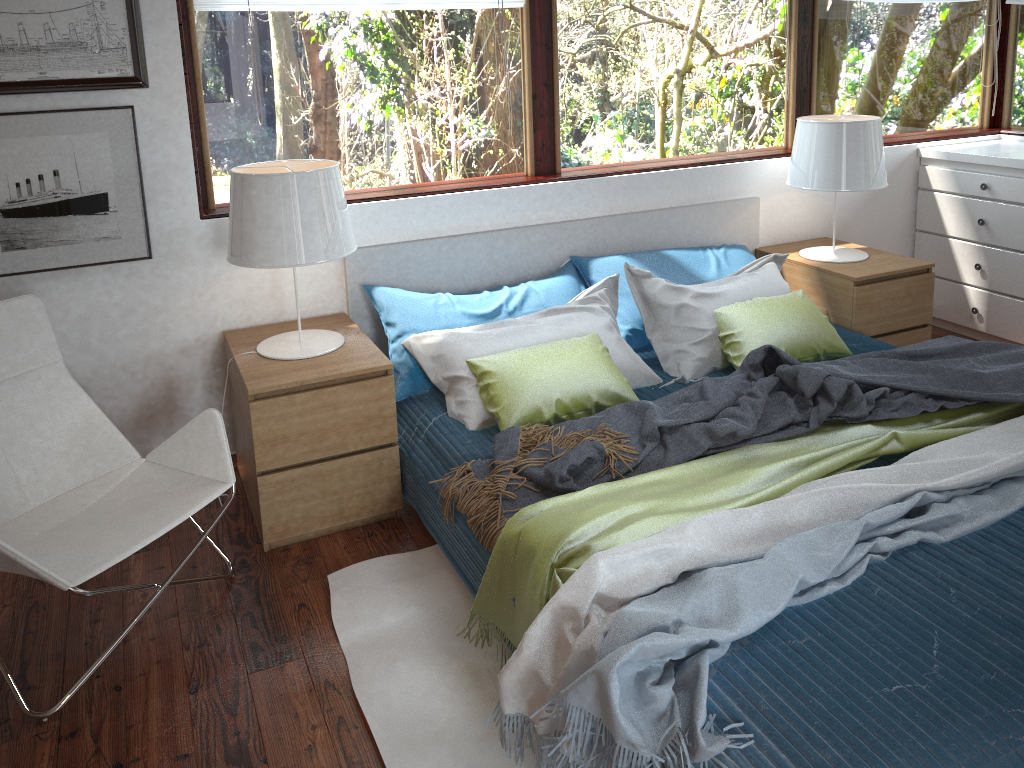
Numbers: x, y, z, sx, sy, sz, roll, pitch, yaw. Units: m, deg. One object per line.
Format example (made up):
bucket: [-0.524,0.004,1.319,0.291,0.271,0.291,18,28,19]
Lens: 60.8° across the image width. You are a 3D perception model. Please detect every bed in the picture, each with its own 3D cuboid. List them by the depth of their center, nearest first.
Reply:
bed: [0.820,0.100,2.520,2.159,0.738,2.676,-10,22,-21]

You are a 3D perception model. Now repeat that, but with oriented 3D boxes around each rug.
rug: [1.045,0.586,2.161,2.740,0.047,1.869,-11,23,-23]

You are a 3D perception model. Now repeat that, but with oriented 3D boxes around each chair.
chair: [-1.198,0.232,2.264,0.804,0.766,0.725,6,18,25]

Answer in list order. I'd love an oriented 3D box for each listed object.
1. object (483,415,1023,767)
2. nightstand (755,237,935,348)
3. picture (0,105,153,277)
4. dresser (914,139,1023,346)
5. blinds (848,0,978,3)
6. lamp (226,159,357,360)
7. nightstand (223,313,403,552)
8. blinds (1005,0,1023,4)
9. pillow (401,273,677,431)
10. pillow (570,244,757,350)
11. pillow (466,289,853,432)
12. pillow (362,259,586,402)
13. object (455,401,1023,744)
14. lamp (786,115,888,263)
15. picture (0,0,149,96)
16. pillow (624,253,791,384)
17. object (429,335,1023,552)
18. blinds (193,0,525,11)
object: [0.986,0.414,2.017,2.185,0.361,0.554,-14,21,-28]
nightstand: [1.415,-0.296,3.792,0.432,0.519,0.631,-9,19,-22]
picture: [-1.423,-0.602,2.726,0.509,0.486,0.044,-10,14,-24]
dresser: [2.903,-0.286,3.105,0.622,0.841,3.236,-8,21,-22]
blinds: [1.962,-2.095,4.200,1.190,0.488,0.055,-11,15,-23]
lamp: [-0.697,-0.404,2.783,0.410,0.565,0.419,-10,17,-26]
nightstand: [-0.668,0.134,2.880,0.432,0.519,0.631,-9,19,-22]
blinds: [2.758,-1.959,3.835,0.054,0.531,1.290,-7,20,-22]
pillow: [0.099,-0.111,2.959,0.885,0.344,0.488,-13,21,-27]
pillow: [0.714,-0.394,3.556,0.932,0.306,0.379,-12,20,-25]
pillow: [0.537,-0.105,2.943,1.393,0.210,0.322,-12,21,-24]
pillow: [-0.072,-0.237,3.211,0.923,0.316,0.359,-12,20,-25]
object: [0.869,0.340,2.366,2.134,0.429,0.507,-13,20,-27]
lamp: [1.370,-0.830,3.688,0.412,0.565,0.417,-12,18,-31]
picture: [-1.449,-1.057,2.627,0.632,0.349,0.043,-11,14,-23]
pillow: [0.844,-0.297,3.265,0.865,0.375,0.371,-13,20,-28]
object: [0.822,0.114,2.550,2.135,0.390,0.656,-8,19,-15]
blinds: [-0.509,-1.589,3.117,1.248,0.476,0.056,-11,15,-23]
